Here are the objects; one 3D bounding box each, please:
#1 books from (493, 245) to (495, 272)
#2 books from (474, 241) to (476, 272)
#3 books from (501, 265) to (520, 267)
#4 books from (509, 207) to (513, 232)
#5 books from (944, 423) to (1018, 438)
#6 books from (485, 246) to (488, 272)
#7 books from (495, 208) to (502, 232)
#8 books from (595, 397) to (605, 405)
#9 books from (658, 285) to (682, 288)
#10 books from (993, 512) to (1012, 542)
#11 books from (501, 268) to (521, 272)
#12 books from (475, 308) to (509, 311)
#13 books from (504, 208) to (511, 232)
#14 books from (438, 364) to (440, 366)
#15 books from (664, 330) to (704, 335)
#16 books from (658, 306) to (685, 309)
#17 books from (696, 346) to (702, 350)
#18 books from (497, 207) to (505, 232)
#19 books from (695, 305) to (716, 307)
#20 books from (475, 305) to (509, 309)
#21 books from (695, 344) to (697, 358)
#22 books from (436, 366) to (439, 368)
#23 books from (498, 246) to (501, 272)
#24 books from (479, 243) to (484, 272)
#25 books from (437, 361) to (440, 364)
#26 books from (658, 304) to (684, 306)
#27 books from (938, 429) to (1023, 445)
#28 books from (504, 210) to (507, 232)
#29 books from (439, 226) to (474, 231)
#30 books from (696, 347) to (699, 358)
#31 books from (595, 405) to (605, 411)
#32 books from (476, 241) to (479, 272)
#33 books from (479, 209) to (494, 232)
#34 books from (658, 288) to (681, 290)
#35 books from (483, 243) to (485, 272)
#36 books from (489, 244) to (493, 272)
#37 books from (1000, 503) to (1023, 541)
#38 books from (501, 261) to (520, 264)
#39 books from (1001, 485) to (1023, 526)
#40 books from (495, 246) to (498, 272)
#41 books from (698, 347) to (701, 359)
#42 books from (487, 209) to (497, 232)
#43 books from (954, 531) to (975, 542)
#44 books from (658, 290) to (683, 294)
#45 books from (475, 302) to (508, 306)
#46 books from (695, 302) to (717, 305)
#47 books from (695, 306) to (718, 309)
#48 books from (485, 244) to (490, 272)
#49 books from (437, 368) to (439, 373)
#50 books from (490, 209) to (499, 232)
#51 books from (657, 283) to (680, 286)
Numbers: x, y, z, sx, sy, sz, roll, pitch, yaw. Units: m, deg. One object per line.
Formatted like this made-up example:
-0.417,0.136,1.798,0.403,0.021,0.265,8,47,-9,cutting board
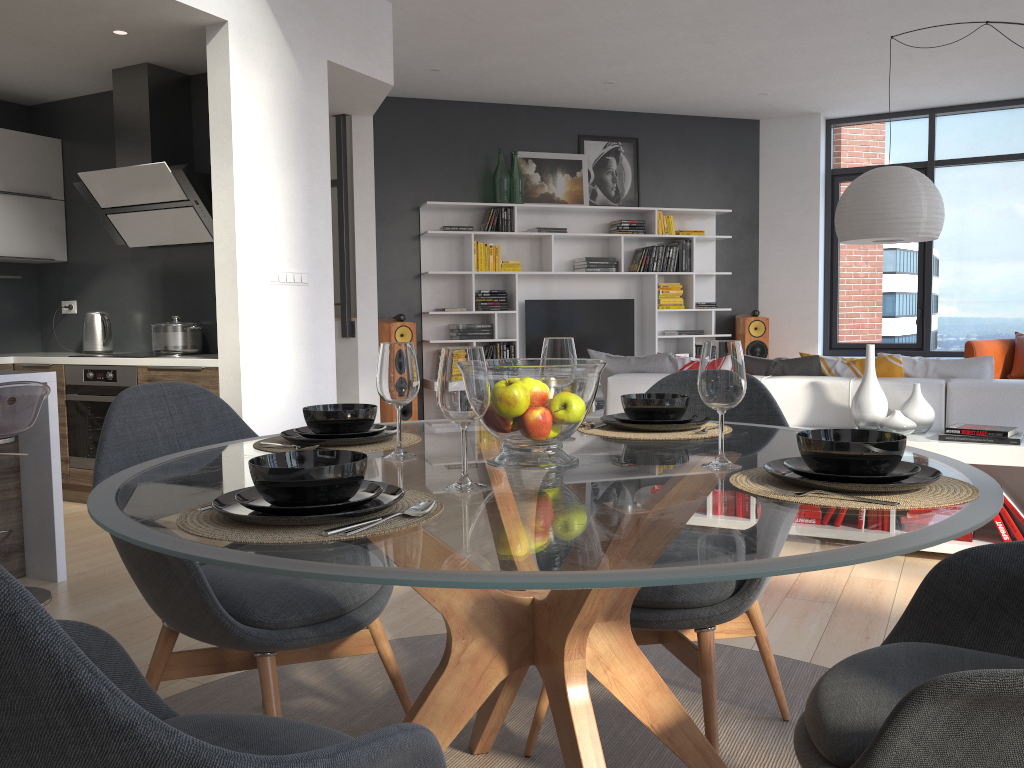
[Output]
-0.185,-1.128,8.018,0.023,0.239,0.169,-2,4,-18,books
-0.360,-1.136,7.948,0.029,0.270,0.204,-2,4,-18,books
-0.028,-1.066,8.042,0.169,0.018,0.113,-2,4,-16,books
-0.024,-1.478,8.026,0.019,0.230,0.174,-2,4,-18,books
1.973,0.196,3.729,0.238,0.027,0.188,3,6,41,books
-0.253,-1.118,7.978,0.024,0.229,0.156,-2,4,-18,books
-0.127,-1.468,8.000,0.021,0.221,0.156,-2,4,-18,books
0.875,0.163,8.400,0.310,0.047,0.250,-3,5,-22,books
1.513,-0.941,8.598,0.223,0.023,0.163,-2,4,-14,books
2.032,0.531,3.738,0.134,0.248,0.192,1,5,27,books
-0.028,-1.031,8.061,0.190,0.033,0.147,-2,4,-18,books
-0.181,-0.672,8.032,0.263,0.026,0.189,-2,5,-19,books
-0.052,-1.470,8.025,0.038,0.218,0.169,-2,4,-18,books
-0.541,-0.171,7.978,0.228,0.024,0.152,-2,4,-14,books
1.680,-0.504,8.663,0.310,0.047,0.250,-3,5,-22,books
1.512,-0.738,8.590,0.257,0.028,0.194,-2,4,-13,books
1.828,-0.252,8.689,0.050,0.242,0.169,-2,4,-18,books
-0.105,-1.475,8.011,0.025,0.232,0.176,-2,4,-18,books
1.871,-0.765,8.661,0.198,0.015,0.142,-2,5,-19,books
-0.181,-0.698,8.032,0.270,0.025,0.189,-2,4,-19,books
1.748,-0.263,8.681,0.053,0.268,0.202,-2,4,-18,books
-0.538,-0.154,8.002,0.263,0.015,0.198,-2,4,-15,books
-0.136,-1.128,8.034,0.024,0.234,0.172,-2,4,-18,books
-0.305,-1.132,7.980,0.044,0.255,0.198,-2,4,-18,books
-0.535,-0.193,7.998,0.251,0.019,0.180,-2,4,-18,books
1.506,-0.764,8.595,0.257,0.024,0.203,-2,4,-15,books
1.985,0.221,3.753,0.300,0.026,0.245,2,5,32,books
-0.080,-1.461,8.015,0.021,0.200,0.147,-2,4,-18,books
-0.494,-1.368,7.878,0.268,0.046,0.208,-2,4,-14,books
1.779,-0.248,8.688,0.053,0.240,0.189,-2,4,-17,books
0.889,0.256,8.388,0.343,0.137,0.277,-3,5,-23,books
-0.337,-1.138,7.964,0.025,0.270,0.213,-2,4,-18,books
-0.232,-1.462,7.972,0.096,0.213,0.166,-2,5,-19,books
1.504,-0.918,8.600,0.227,0.022,0.160,-1,4,-2,books
-0.277,-1.135,7.991,0.015,0.263,0.199,-2,4,-18,books
-0.212,-1.133,8.007,0.035,0.250,0.185,-2,4,-18,books
2.071,0.542,3.711,0.148,0.232,0.171,2,5,29,books
-0.034,-1.104,8.066,0.186,0.026,0.138,-2,4,-18,books
2.121,0.549,3.686,0.186,0.223,0.188,1,5,28,books
-0.160,-1.127,8.023,0.024,0.234,0.172,-2,4,-18,books
1.804,-0.248,8.689,0.049,0.236,0.170,-2,4,-17,books
-0.203,-1.463,7.987,0.087,0.214,0.171,-2,4,-17,books
1.859,0.633,3.850,0.259,0.034,0.206,2,5,30,books
1.511,-0.890,8.602,0.239,0.033,0.176,-2,4,-15,books
-0.193,-0.726,8.046,0.266,0.030,0.209,-2,5,-19,books
1.869,-0.785,8.675,0.213,0.023,0.161,-2,4,-14,books
1.873,-0.746,8.660,0.213,0.023,0.161,-2,4,-14,books
-0.238,-1.132,8.001,0.019,0.251,0.180,-2,4,-18,books
-0.530,-0.124,7.991,0.255,0.044,0.198,-2,4,-18,books
-0.172,-1.463,7.984,0.074,0.212,0.154,-2,4,-19,books
1.496,-0.966,8.615,0.223,0.023,0.163,-2,4,-14,books
